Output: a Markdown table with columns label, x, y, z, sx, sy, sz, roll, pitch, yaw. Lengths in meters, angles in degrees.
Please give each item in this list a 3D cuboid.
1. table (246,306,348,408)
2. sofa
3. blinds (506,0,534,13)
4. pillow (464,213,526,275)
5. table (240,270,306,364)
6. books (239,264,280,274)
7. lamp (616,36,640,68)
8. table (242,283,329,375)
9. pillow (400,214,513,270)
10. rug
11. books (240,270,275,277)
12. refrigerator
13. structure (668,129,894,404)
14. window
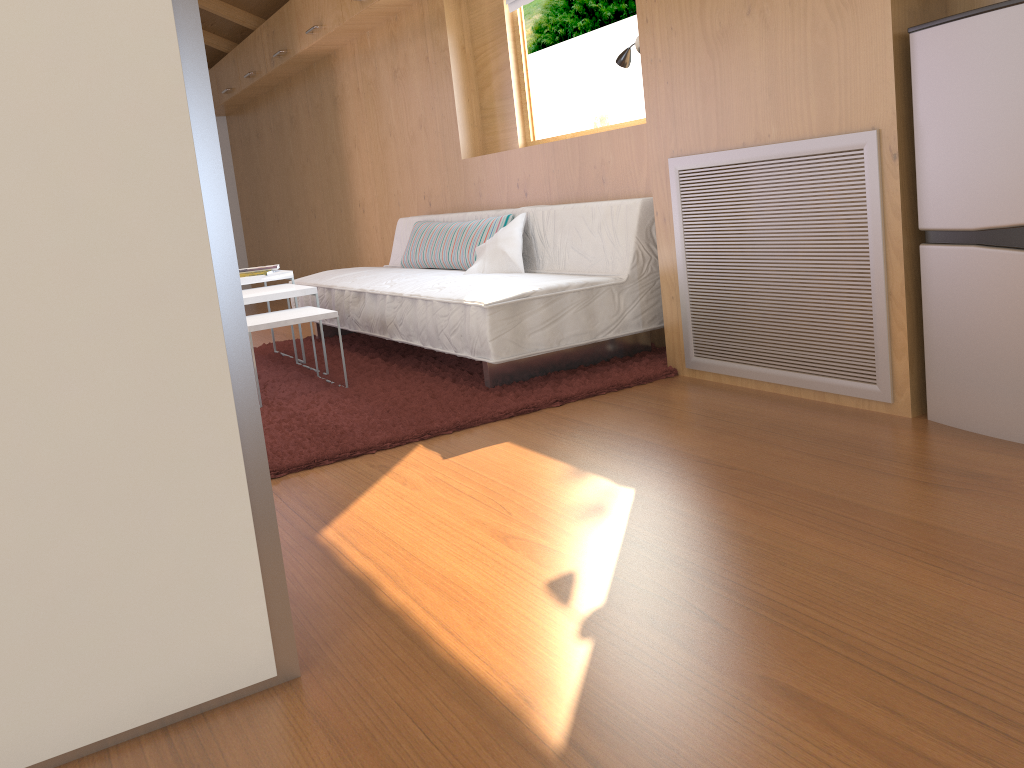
| label | x | y | z | sx | sy | sz | roll | pitch | yaw |
| --- | --- | --- | --- | --- | --- | --- | --- | --- | --- |
| table | -0.888 | -0.118 | 3.478 | 0.344 | 0.305 | 0.371 | -12 | 12 | -28 |
| sofa | -0.308 | -0.472 | 4.144 | 0.868 | 0.621 | 2.368 | -12 | 13 | -28 |
| blinds | 0.341 | -1.812 | 3.783 | 0.048 | 0.110 | 1.506 | -11 | 13 | -28 |
| pillow | -0.065 | -0.608 | 3.873 | 0.345 | 0.249 | 0.271 | -1 | 11 | 25 |
| table | -1.325 | -0.294 | 4.214 | 0.488 | 0.433 | 0.527 | -12 | 12 | -28 |
| books | -1.200 | -0.541 | 4.171 | 0.193 | 0.016 | 0.154 | -8 | 12 | -9 |
| lamp | 0.518 | -0.671 | 3.254 | 0.254 | 1.184 | 0.184 | 0 | 10 | 36 |
| table | -1.092 | -0.207 | 3.819 | 0.427 | 0.379 | 0.461 | -12 | 12 | -28 |
| pillow | -0.310 | -0.704 | 4.451 | 0.172 | 0.249 | 1.048 | -11 | 13 | -28 |
| rug | -0.610 | -0.063 | 3.871 | 1.898 | 0.020 | 2.495 | -13 | 14 | -28 |
| books | -1.209 | -0.506 | 4.088 | 0.193 | 0.016 | 0.154 | -6 | 12 | 0 |
| refrigerator | 1.265 | -0.358 | 1.959 | 0.263 | 0.976 | 0.717 | -11 | 10 | -28 |
| structure | 0.771 | -0.354 | 2.662 | 0.013 | 0.713 | 0.824 | -11 | 11 | -28 |
| window | 0.422 | -1.492 | 3.854 | 0.036 | 0.781 | 1.505 | -11 | 12 | -28 |
